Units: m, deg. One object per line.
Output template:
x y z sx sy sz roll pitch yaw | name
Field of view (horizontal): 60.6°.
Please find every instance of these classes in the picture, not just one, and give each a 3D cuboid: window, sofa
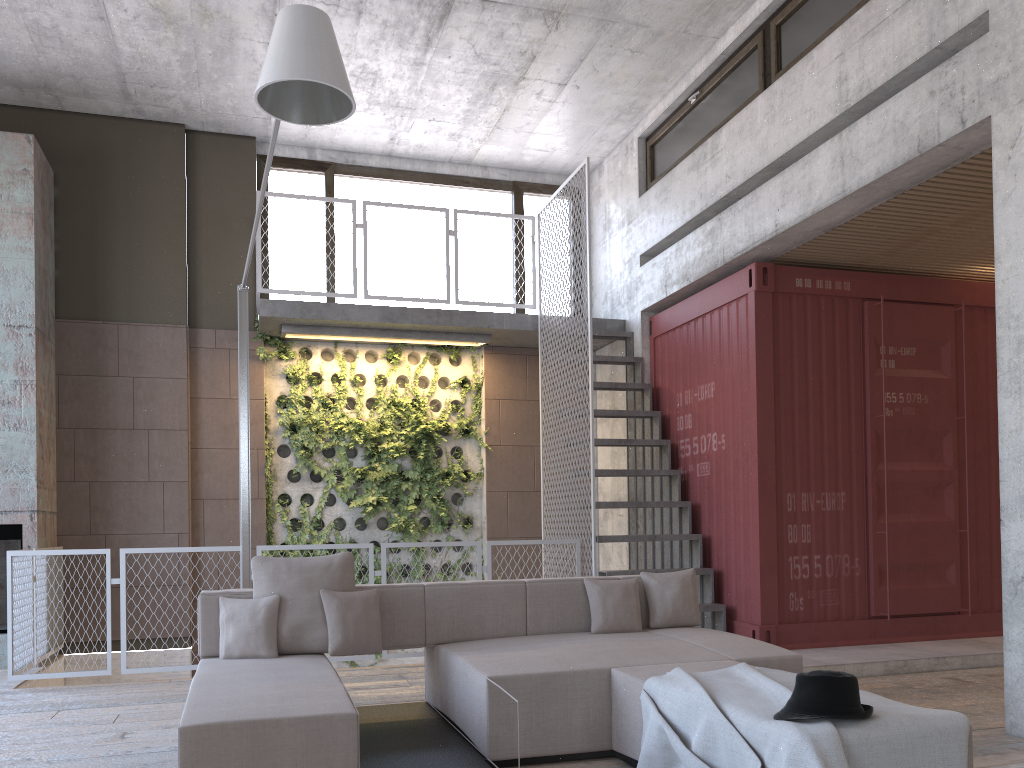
2.560 -2.830 4.758 0.113 0.601 8.540 -1 -9 -17 | window
0.069 1.376 4.059 2.998 0.778 3.048 2 -9 -17 | sofa
-0.920 -1.422 9.569 3.567 1.740 0.110 1 -1 -17 | window

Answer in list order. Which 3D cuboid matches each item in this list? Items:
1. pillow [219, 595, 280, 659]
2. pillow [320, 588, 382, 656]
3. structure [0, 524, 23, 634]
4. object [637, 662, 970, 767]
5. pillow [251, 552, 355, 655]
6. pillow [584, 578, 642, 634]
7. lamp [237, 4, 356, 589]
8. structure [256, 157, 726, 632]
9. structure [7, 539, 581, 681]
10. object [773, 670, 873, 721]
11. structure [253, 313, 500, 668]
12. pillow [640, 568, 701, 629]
-1.411 1.315 4.689 0.369 0.374 0.151 -2 -2 16 | pillow
-0.861 1.297 4.780 0.378 0.369 0.170 4 -5 -43 | pillow
-4.431 1.652 7.419 0.576 0.922 0.057 0 -1 -17 | structure
1.015 1.342 3.116 1.044 0.498 1.617 -1 -9 2 | object
-1.141 1.203 4.806 0.563 0.554 0.222 0 -2 -15 | pillow
0.631 1.360 5.357 0.370 0.356 0.188 1 -3 -17 | pillow
-1.304 0.237 4.949 0.756 3.400 2.649 0 -4 -29 | lamp
-0.450 0.375 8.225 3.684 4.286 3.061 0 -4 -17 | structure
-1.799 1.895 7.875 4.429 0.927 1.949 2 -8 -17 | structure
1.045 1.048 2.952 0.302 0.167 0.301 3 -8 -29 | object
-1.329 1.104 9.117 2.627 3.797 1.010 0 -2 -17 | structure
1.001 1.340 5.492 0.362 0.364 0.189 0 -3 -12 | pillow
